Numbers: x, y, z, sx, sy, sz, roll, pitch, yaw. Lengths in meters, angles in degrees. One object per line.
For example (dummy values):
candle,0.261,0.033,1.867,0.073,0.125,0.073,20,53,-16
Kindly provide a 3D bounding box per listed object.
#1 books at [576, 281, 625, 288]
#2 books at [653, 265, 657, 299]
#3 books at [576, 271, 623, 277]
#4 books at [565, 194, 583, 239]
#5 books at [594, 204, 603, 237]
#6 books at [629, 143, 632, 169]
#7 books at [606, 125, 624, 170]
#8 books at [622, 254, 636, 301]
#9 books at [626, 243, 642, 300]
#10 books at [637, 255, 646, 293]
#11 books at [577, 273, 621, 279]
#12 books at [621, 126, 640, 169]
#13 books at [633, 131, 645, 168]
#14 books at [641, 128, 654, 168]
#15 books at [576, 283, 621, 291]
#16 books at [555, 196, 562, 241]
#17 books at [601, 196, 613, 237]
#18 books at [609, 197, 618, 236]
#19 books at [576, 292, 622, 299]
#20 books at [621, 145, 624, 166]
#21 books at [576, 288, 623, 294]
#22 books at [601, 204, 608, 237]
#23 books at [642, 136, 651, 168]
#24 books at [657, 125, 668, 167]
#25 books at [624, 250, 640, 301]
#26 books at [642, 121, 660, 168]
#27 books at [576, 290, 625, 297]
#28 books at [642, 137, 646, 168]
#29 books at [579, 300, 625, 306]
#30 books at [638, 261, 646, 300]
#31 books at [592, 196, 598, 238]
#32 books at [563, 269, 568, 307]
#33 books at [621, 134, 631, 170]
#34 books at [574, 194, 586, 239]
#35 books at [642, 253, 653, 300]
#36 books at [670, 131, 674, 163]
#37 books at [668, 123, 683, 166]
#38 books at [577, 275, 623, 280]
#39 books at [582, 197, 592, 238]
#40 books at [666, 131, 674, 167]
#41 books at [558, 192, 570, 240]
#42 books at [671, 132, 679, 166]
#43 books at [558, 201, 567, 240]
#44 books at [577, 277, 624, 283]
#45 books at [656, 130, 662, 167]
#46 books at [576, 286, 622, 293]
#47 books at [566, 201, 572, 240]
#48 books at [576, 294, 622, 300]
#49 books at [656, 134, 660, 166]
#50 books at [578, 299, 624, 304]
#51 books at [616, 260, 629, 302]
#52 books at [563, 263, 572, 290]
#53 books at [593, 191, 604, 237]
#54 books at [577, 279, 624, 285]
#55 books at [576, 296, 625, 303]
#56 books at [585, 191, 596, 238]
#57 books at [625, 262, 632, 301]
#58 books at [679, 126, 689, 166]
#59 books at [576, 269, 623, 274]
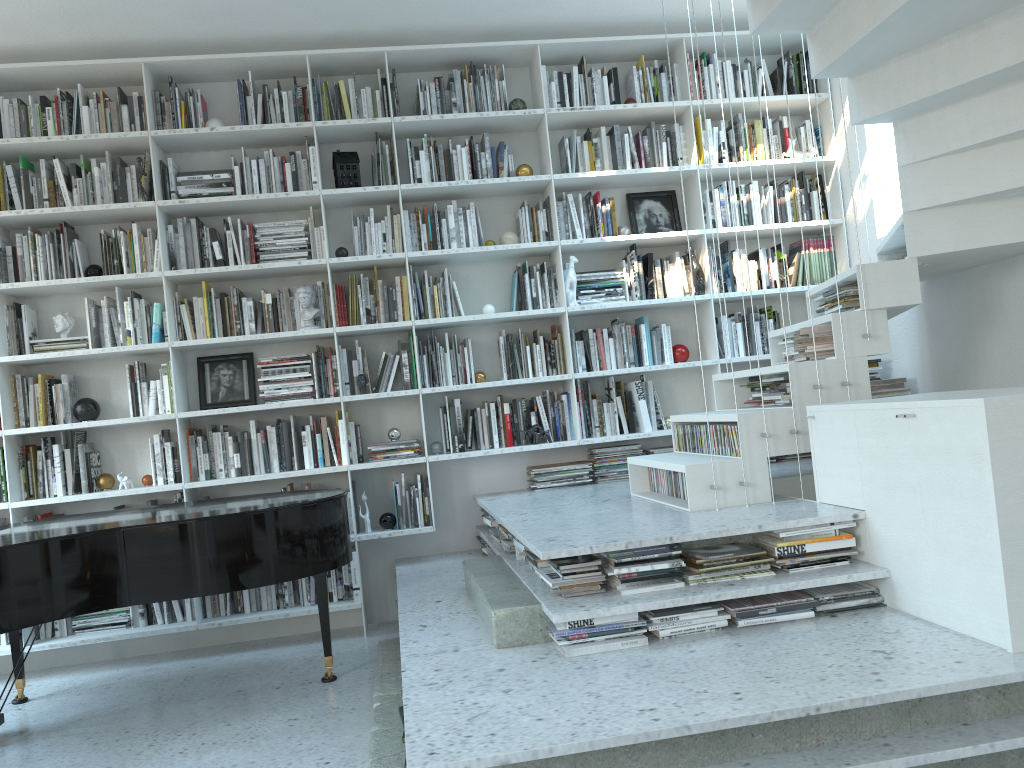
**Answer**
books,0.489,-0.563,5.113,0.285,0.012,0.159,-6,-2,-11
books,0.811,-0.606,5.179,0.010,0.278,0.129,-6,-1,-8
books,0.483,-0.623,5.116,0.285,0.012,0.159,-6,-2,-10
books,0.350,-0.936,5.107,0.065,0.289,0.146,-6,-1,-8
books,0.485,-0.909,5.104,0.013,0.207,0.190,-6,-1,-8
books,0.668,-1.289,5.183,0.026,0.196,0.130,-6,-1,-8
books,0.583,-1.318,5.097,0.032,0.265,0.245,-6,-1,-8
books,0.680,-0.597,5.148,0.012,0.285,0.159,-6,-1,-8
books,0.703,-0.627,5.124,0.010,0.339,0.180,-6,-1,-8
books,0.743,-0.601,5.155,0.013,0.280,0.131,-6,-1,-8
books,0.484,-0.611,5.116,0.254,0.012,0.161,-6,-2,-6
books,0.693,-1.336,5.169,0.048,0.283,0.162,-6,-1,-8
books,0.729,-1.319,5.149,0.014,0.240,0.189,-6,-1,-8
books,0.787,-1.336,5.174,0.023,0.264,0.156,-6,-1,-8
books,0.491,-0.551,5.109,0.254,0.012,0.161,-6,-2,-3
books,0.247,-0.923,5.101,0.031,0.284,0.137,-6,-1,-8
books,0.544,-0.938,5.128,0.021,0.253,0.167,-6,-1,-8
books,0.569,-0.936,5.121,0.026,0.243,0.178,-6,-1,-8
books,0.492,-0.502,5.113,0.254,0.012,0.161,-6,-2,-6
books,0.620,-1.297,5.159,0.013,0.221,0.145,-6,-1,-8
books,0.492,-0.526,5.108,0.254,0.012,0.161,-6,-2,-13
books,0.519,-0.915,5.124,0.033,0.213,0.152,-6,-1,-8
books,0.764,-1.311,5.161,0.031,0.217,0.165,-6,-1,-8
books,0.863,-1.348,5.173,0.036,0.272,0.177,-6,-1,-8
books,0.694,-0.607,5.124,0.011,0.300,0.184,-6,-1,-8
books,0.809,-1.354,5.164,0.022,0.294,0.181,-6,-1,-8
books,0.492,-0.514,5.114,0.285,0.012,0.159,-6,-2,-10
books,0.741,-1.307,5.168,0.013,0.216,0.177,-6,-1,-8
books,0.498,-0.454,5.108,0.285,0.012,0.159,-6,-2,-4
books,0.727,-0.578,5.134,0.030,0.236,0.179,-6,-1,-8
books,0.462,-0.936,5.128,0.020,0.267,0.152,-6,-1,-8
books,0.302,-0.528,5.064,0.027,0.221,0.184,-6,-1,-8
books,0.645,-1.305,5.134,0.030,0.230,0.187,-6,-1,-8
books,0.391,-0.938,5.119,0.012,0.285,0.159,-6,-1,-8
books,0.781,-0.606,5.147,0.059,0.282,0.167,-6,-1,-8
books,0.916,-1.339,5.205,0.014,0.246,0.142,-6,-1,-8
books,0.956,-1.363,5.200,0.026,0.284,0.147,-6,-1,-8
books,0.485,-0.599,5.116,0.285,0.012,0.159,-6,-2,-6
books,0.418,-0.932,5.132,0.043,0.269,0.131,-6,-1,-8
books,0.897,-1.336,5.185,0.030,0.241,0.162,-6,-1,-8
books,0.299,-0.937,5.103,0.015,0.300,0.140,-6,-1,-8
books,0.935,-1.336,5.200,0.022,0.234,0.158,-6,-1,-8
books,0.277,-0.911,5.112,0.030,0.253,0.128,-6,-1,-8
books,0.488,-0.587,5.109,0.285,0.012,0.159,-6,-2,-13
books,0.840,-1.334,5.178,0.011,0.249,0.152,-6,-1,-8
books,0.489,-0.538,5.119,0.254,0.012,0.161,-6,-2,-8
books,0.315,-0.912,5.095,0.011,0.248,0.155,-6,-1,-8
books,0.494,-0.490,5.109,0.254,0.012,0.161,-6,-2,-4
books,0.826,-1.332,5.190,0.014,0.249,0.162,-6,-1,-8
books,0.496,-0.466,5.109,0.254,0.012,0.161,-6,-2,-12
books,0.640,-0.578,5.131,0.012,0.254,0.161,-6,-1,-8
books,0.323,-0.552,5.098,0.028,0.267,0.138,-6,-1,-8
books,0.493,-0.949,5.118,0.014,0.285,0.175,-6,-1,-8
books,0.488,-0.575,5.115,0.285,0.012,0.159,-6,-2,-6
books,0.495,-0.478,5.106,0.285,0.012,0.159,-6,-2,-3
books,0.447,-0.945,5.113,0.012,0.287,0.176,-6,-1,-8
books,0.655,-0.575,5.151,0.023,0.247,0.138,-6,-1,-8
books,0.985,-1.356,5.201,0.031,0.265,0.169,-6,-1,-8
books,0.482,-0.635,5.117,0.285,0.012,0.159,-6,-2,-6
